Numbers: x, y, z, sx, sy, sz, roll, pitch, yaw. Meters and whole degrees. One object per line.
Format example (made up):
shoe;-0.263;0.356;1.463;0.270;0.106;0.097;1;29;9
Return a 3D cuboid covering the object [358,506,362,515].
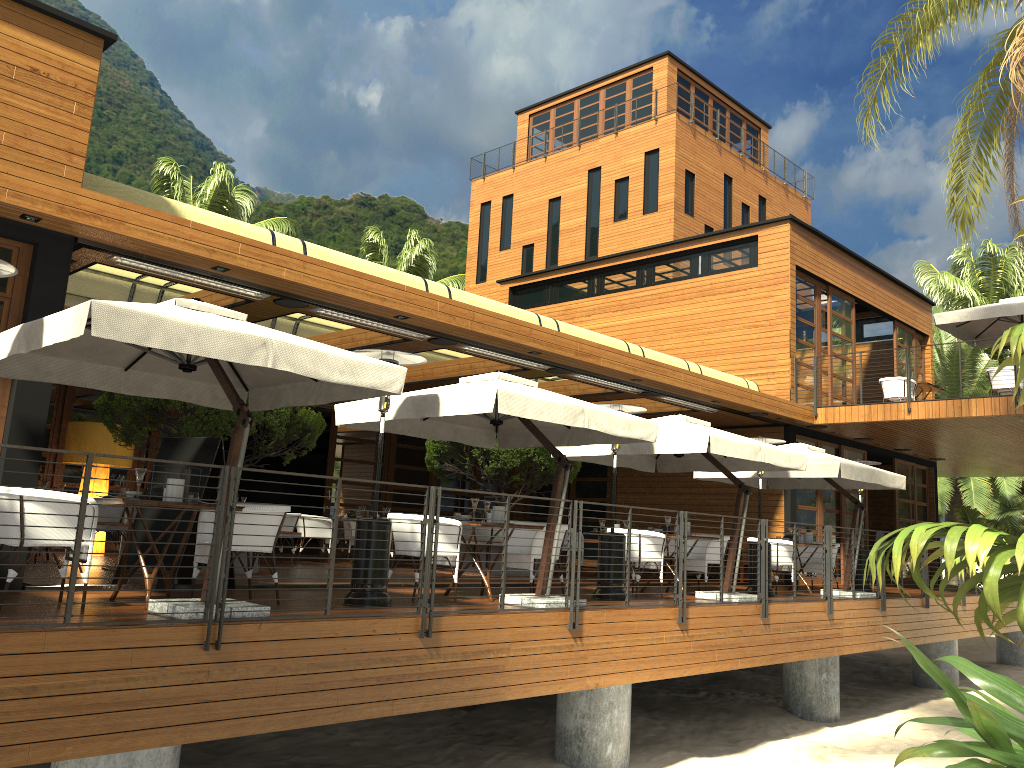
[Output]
object;-2.666;2.259;15.521;0.082;0.228;0.082;8;-12;-27

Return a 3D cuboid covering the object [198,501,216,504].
object;-2.451;0.936;6.965;0.294;0.025;0.170;-6;-13;44

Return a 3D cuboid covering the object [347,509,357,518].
object;-2.786;2.268;15.453;0.163;0.179;0.167;8;-11;-25

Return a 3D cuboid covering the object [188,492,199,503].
object;-2.430;0.872;6.766;0.086;0.086;0.086;12;-13;-40

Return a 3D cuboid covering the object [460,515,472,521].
object;-0.466;1.357;8.947;0.116;0.065;0.116;-6;-13;42

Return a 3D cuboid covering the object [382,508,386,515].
object;-2.256;2.300;15.634;0.082;0.228;0.082;10;-13;-33

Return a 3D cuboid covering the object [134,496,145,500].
object;-2.735;0.834;6.508;0.080;0.042;0.080;-4;-12;35

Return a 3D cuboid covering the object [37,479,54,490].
object;-6.070;1.356;11.354;0.263;0.265;0.262;5;-10;-10

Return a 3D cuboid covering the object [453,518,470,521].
object;-0.542;1.349;8.800;0.294;0.025;0.170;-6;-13;44

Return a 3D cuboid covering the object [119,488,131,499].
object;-2.898;0.826;6.644;0.086;0.086;0.086;12;-13;-40

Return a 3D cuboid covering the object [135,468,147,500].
object;-2.714;0.728;6.449;0.082;0.228;0.082;-7;-15;44

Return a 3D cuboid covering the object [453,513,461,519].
object;-0.557;1.353;9.014;0.086;0.086;0.086;12;-13;-40

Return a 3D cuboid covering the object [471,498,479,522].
object;-0.373;1.255;8.819;0.082;0.228;0.082;-7;-15;44

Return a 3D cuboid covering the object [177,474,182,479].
object;-2.608;0.824;6.986;0.082;0.228;0.082;-7;-15;44

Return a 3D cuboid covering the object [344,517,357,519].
object;-2.751;2.294;15.126;0.170;0.025;0.294;7;-10;-23

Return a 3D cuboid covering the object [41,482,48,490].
object;-5.878;1.343;11.121;0.082;0.228;0.082;7;-11;-21

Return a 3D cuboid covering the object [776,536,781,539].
object;4.142;2.410;13.770;0.086;0.086;0.086;-7;-14;44

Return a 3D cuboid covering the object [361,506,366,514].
object;-2.535;2.196;15.107;0.082;0.228;0.082;10;-13;-33

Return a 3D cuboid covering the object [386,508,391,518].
object;-2.134;2.241;15.244;0.082;0.228;0.082;8;-12;-27

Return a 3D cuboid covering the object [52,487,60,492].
object;-5.746;1.380;11.142;0.163;0.179;0.167;4;-10;-7

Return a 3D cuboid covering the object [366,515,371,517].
object;-2.437;2.269;15.067;0.086;0.086;0.086;0;-11;17

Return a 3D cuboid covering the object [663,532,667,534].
object;1.940;1.886;11.240;0.080;0.042;0.080;2;-10;6

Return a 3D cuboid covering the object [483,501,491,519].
object;-0.267;1.351;9.355;0.082;0.228;0.082;-4;-12;33

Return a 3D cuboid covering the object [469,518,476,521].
object;-0.394;1.361;8.877;0.080;0.042;0.080;2;-10;6

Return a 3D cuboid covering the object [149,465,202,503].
object;-2.492;0.747;6.576;0.263;0.265;0.262;3;-10;-1

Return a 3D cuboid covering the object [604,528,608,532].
object;1.652;2.569;15.521;0.086;0.086;0.086;13;-14;-43

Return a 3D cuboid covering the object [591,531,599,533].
object;1.480;2.629;15.745;0.170;0.025;0.293;2;-10;5

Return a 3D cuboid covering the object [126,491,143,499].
object;-2.807;0.831;6.578;0.116;0.065;0.116;12;-13;-41

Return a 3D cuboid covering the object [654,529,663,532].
object;1.868;1.883;11.310;0.116;0.065;0.116;-6;-13;42

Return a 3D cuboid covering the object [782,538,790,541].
object;4.233;2.415;13.704;0.116;0.065;0.115;-2;-11;26

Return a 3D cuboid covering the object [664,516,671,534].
object;1.961;1.780;11.181;0.082;0.228;0.082;-7;-15;44

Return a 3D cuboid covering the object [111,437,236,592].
object;-3.070;1.192;8.295;0.768;1.402;0.769;-3;-12;28

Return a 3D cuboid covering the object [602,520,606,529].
object;1.650;2.574;15.995;0.082;0.228;0.082;5;-11;-10

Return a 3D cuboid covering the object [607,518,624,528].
object;1.840;2.531;15.766;0.263;0.265;0.262;3;-10;1

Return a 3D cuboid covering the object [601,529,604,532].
object;1.640;2.628;15.808;0.116;0.065;0.115;2;-10;4

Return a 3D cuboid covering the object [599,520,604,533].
object;1.568;2.503;15.597;0.082;0.228;0.081;2;-11;6

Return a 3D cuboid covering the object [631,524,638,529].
object;2.118;2.543;15.496;0.163;0.179;0.167;2;-10;4

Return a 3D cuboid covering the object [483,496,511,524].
object;-0.151;1.274;8.946;0.263;0.265;0.262;3;-10;-1

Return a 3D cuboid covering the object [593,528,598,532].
object;1.506;2.638;15.979;0.086;0.086;0.086;10;-12;-34

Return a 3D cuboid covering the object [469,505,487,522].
object;-0.368;1.338;9.147;0.167;0.179;0.163;13;-14;-43

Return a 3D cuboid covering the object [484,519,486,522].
object;-0.255;1.433;9.260;0.080;0.042;0.080;2;-10;6

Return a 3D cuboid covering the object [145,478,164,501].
object;-2.709;0.810;6.774;0.167;0.179;0.162;-6;-14;42

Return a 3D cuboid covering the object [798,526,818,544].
object;4.548;2.331;13.702;0.263;0.265;0.262;3;-10;-1

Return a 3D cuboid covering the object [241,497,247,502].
object;-4.034;1.812;13.309;0.082;0.228;0.082;11;-13;-35

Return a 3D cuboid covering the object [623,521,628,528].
object;1.984;2.509;15.501;0.082;0.228;0.082;5;-11;-10

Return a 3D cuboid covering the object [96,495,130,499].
object;-2.883;0.822;6.431;0.294;0.025;0.170;-6;-13;44

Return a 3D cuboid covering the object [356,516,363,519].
object;-2.630;2.302;15.255;0.116;0.065;0.116;8;-11;-24

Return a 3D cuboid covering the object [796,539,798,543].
object;4.516;2.472;13.952;0.116;0.065;0.115;-2;-11;26

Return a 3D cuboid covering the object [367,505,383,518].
object;-2.411;2.231;15.362;0.263;0.265;0.263;8;-11;-28

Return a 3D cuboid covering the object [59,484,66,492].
object;-5.875;1.416;11.554;0.082;0.228;0.082;4;-10;-5
